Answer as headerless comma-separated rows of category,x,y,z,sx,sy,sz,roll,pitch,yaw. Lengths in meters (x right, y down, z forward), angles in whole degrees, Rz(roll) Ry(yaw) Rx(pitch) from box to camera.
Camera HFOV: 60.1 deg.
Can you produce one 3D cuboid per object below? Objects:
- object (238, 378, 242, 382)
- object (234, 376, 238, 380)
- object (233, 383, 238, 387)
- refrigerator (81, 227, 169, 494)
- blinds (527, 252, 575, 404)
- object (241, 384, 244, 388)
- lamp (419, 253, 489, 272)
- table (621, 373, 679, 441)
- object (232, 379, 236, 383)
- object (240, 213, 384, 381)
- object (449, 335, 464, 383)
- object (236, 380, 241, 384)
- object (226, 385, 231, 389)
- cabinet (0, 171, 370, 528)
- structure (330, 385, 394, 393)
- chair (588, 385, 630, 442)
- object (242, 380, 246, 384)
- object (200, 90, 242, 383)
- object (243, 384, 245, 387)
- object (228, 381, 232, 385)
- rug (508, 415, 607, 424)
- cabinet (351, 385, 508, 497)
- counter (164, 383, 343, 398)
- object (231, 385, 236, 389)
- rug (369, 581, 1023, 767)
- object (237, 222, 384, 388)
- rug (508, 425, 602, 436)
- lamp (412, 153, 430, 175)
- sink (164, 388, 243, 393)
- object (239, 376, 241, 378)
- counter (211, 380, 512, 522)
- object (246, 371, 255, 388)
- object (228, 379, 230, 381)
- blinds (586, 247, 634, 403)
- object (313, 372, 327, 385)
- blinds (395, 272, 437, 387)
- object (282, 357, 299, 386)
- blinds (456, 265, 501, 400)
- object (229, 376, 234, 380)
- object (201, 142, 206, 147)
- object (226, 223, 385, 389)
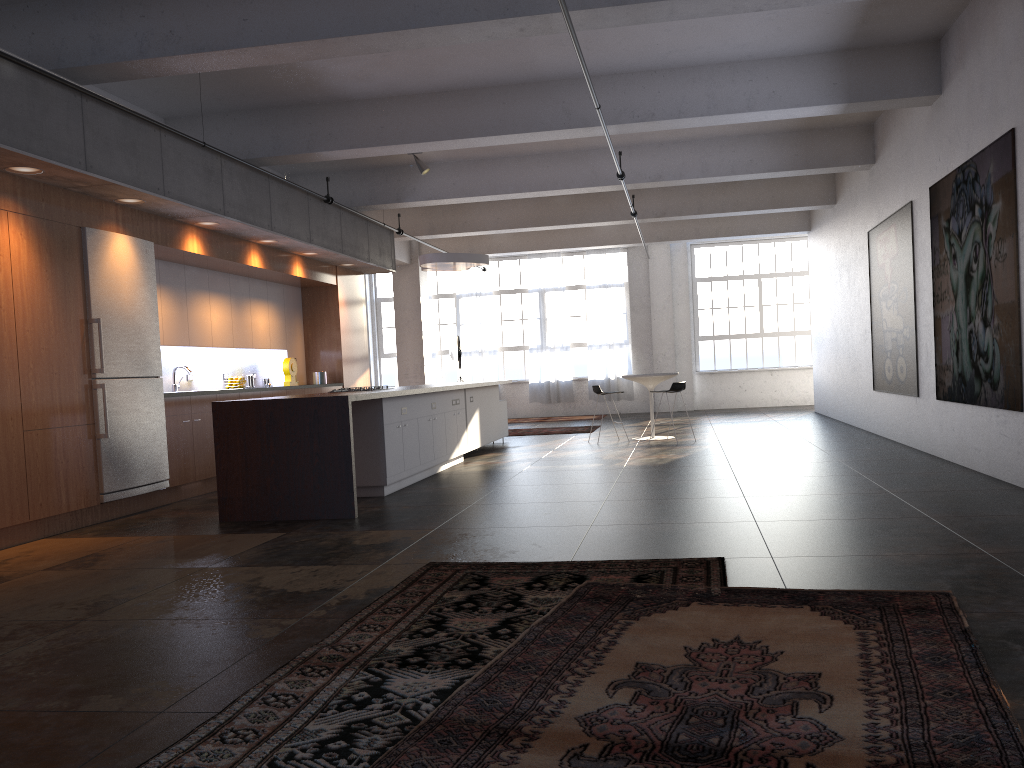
object,-3.436,-1.055,7.043,0.053,2.170,6.873,-3,1,3
object,-3.752,-1.036,5.563,0.058,2.166,9.925,-3,1,5
object,-3.266,0.011,10.446,0.052,0.053,0.062,-3,1,-8
refrigerator,-3.409,-0.197,7.742,0.218,2.193,0.960,-3,2,8
blinds,0.838,-1.393,20.344,1.031,3.700,0.340,-3,2,6
object,-3.209,0.028,10.514,0.061,0.053,0.053,-3,1,-3
lamp,-0.960,-1.769,12.908,1.027,0.130,1.058,-3,1,-34
table,2.044,0.330,12.962,0.823,0.952,0.834,-3,2,10
object,-3.351,-1.066,7.650,0.056,2.191,5.630,-3,1,0
object,-3.206,-0.065,10.536,0.056,0.060,0.053,-2,2,33
object,-1.199,-0.062,18.675,1.172,1.921,1.062,-3,2,10
object,-3.008,-1.106,9.271,0.054,2.230,2.387,-4,1,-13
object,-5.861,0.767,4.573,0.054,1.096,12.922,-2,1,23
cabinet,-4.154,-0.286,9.866,2.363,2.564,8.156,-3,1,11
structure,-1.581,0.067,9.351,0.508,0.072,0.644,-3,1,10
chair,1.375,0.457,12.740,0.510,0.896,0.459,-3,2,-13
object,-5.725,-0.906,5.098,0.061,2.212,11.986,-2,1,24
object,-3.237,-0.026,10.519,0.065,0.053,0.050,-4,2,-42
object,-3.219,0.022,10.570,0.061,0.057,0.051,-4,2,-43
object,-3.329,-0.014,10.458,0.053,0.054,0.061,-3,1,1
rug,0.479,0.791,19.459,3.110,0.009,1.825,-3,1,9
cabinet,-1.041,0.539,10.864,0.916,0.931,5.683,-3,1,11
counter,-3.617,0.095,10.561,1.596,0.039,4.487,-3,1,11
object,-3.295,0.036,10.475,0.050,0.055,0.061,-3,1,1
rug,0.530,0.996,2.471,1.852,0.048,3.566,-3,1,20
object,-2.563,-1.152,11.679,0.056,2.311,2.967,-2,2,29
rug,0.076,0.851,15.759,2.865,0.029,1.865,-3,1,9
lamp,-1.156,-2.810,11.279,0.223,0.287,0.131,-3,2,-7
sink,-3.326,0.165,9.593,0.519,0.192,0.734,-3,1,10
object,-3.245,-0.067,10.570,0.063,0.051,0.053,-3,1,2
counter,-1.170,0.524,10.260,1.134,0.972,6.697,-3,1,11
object,-3.319,-0.054,11.212,0.059,0.210,0.145,-3,2,11
object,-3.342,-0.050,10.509,0.052,0.053,0.062,-4,2,-32
blinds,2.182,-1.465,20.145,1.024,3.754,0.343,-3,2,7
object,-2.688,-0.081,12.404,0.194,0.170,0.187,-4,2,-31
blinds,-2.296,-1.230,20.861,1.019,3.716,0.316,-3,2,8
object,-2.945,-0.160,11.793,0.099,0.381,0.276,-3,2,11
blinds,-0.827,-1.300,20.607,1.026,3.678,0.363,-3,2,8
object,-3.313,-0.064,10.450,0.058,0.060,0.051,-2,2,44
object,-3.263,-0.022,10.568,0.051,0.053,0.063,-3,1,17
object,-5.987,0.714,4.540,0.936,1.215,13.357,-2,1,22
